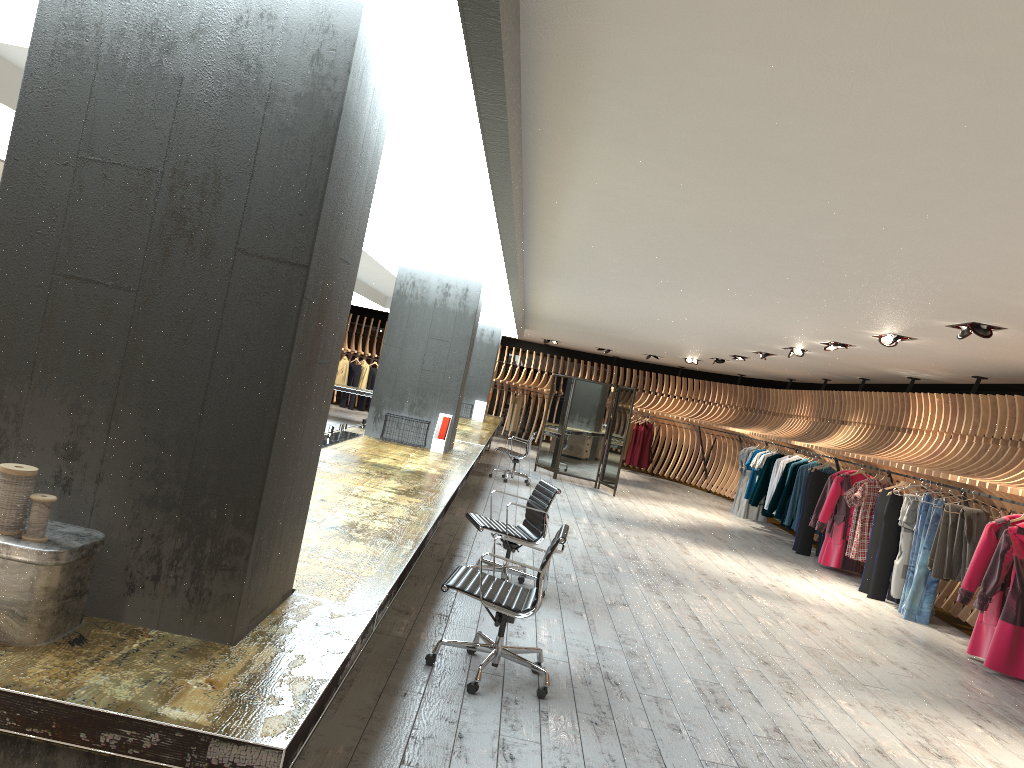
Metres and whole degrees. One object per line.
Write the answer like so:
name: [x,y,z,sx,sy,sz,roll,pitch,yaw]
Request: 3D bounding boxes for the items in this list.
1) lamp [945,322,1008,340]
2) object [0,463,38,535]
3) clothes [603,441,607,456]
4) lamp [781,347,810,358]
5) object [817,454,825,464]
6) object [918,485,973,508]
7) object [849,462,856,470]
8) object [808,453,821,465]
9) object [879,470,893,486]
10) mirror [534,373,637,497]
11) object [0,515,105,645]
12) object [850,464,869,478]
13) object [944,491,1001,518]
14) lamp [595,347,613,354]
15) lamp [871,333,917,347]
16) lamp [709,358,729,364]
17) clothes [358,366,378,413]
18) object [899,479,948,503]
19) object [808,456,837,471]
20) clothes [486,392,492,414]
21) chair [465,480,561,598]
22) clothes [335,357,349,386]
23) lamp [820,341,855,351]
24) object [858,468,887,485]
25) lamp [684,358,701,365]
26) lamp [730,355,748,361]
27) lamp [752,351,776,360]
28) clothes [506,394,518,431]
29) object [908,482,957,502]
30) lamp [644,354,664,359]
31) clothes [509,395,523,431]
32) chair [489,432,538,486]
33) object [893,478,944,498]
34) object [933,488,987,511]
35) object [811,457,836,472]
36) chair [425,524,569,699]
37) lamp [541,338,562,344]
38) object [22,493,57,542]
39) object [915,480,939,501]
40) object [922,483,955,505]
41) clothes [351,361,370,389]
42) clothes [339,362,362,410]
lamp: [3.781,-0.499,7.216,0.269,0.291,0.492,12,0,1]
object: [-1.250,0.307,2.298,0.088,0.204,0.262,12,0,-1]
clothes: [2.530,1.322,22.080,0.443,1.129,0.127,12,-1,-37]
lamp: [3.855,-0.496,11.999,0.269,0.301,0.492,12,0,1]
object: [4.562,1.171,13.089,0.525,0.270,0.012,12,-1,11]
object: [4.517,1.171,9.193,0.549,0.256,0.023,12,-1,27]
object: [4.538,1.171,11.823,0.525,0.270,0.012,12,-1,1]
object: [4.583,1.175,13.413,0.525,0.270,0.012,12,-1,1]
object: [4.513,1.177,10.716,0.524,0.286,0.015,12,-1,-14]
mirror: [1.315,0.872,16.079,2.115,1.892,0.442,11,-1,42]
object: [-1.340,0.471,2.259,0.498,0.239,0.303,12,0,2]
object: [4.555,1.175,11.577,0.525,0.270,0.012,12,-1,11]
object: [4.521,1.174,8.678,0.547,0.262,0.023,12,-1,3]
lamp: [2.218,-0.866,21.100,0.269,0.294,0.493,12,0,-44]
lamp: [3.806,-0.503,8.810,0.269,0.284,0.492,12,0,1]
lamp: [3.928,-0.504,16.783,0.269,0.291,0.493,12,0,-3]
clothes: [-3.799,0.196,23.689,0.540,1.353,0.087,11,-1,26]
object: [4.509,1.162,9.687,0.549,0.250,0.023,12,-1,3]
object: [4.563,1.174,12.791,0.526,0.270,0.012,12,-1,26]
clothes: [-0.739,0.469,23.815,0.200,0.881,0.840,12,0,-19]
chair: [-0.041,1.158,6.914,0.667,0.860,0.694,12,0,-23]
clothes: [-4.501,-0.279,23.419,0.249,0.890,0.706,12,-1,-38]
lamp: [3.830,-0.498,10.405,0.269,0.296,0.492,12,0,1]
object: [4.524,1.171,10.929,0.525,0.270,0.012,12,-1,1]
lamp: [3.747,-0.548,18.365,0.269,0.287,0.493,12,0,-19]
lamp: [3.905,-0.501,15.188,0.269,0.294,0.492,12,0,1]
lamp: [3.881,-0.504,13.594,0.269,0.286,0.492,12,0,1]
clothes: [0.007,0.750,23.637,0.096,0.989,0.464,11,-1,13]
object: [4.509,1.160,9.421,0.549,0.243,0.023,12,-1,8]
lamp: [3.162,-0.670,19.837,0.269,0.292,0.493,12,0,-31]
clothes: [0.122,0.774,23.608,0.096,0.989,0.464,11,-1,18]
chair: [0.030,1.146,14.336,0.667,0.860,0.693,12,0,-3]
object: [4.511,1.158,9.783,0.550,0.243,0.023,12,-1,38]
object: [4.497,1.159,8.870,0.549,0.243,0.023,12,-1,3]
object: [4.550,1.172,12.610,0.525,0.270,0.012,12,-1,6]
chair: [-0.066,1.160,4.837,0.667,0.860,0.693,12,0,-3]
lamp: [0.984,-1.121,22.069,0.493,0.292,0.269,11,0,33]
object: [-1.168,0.330,2.193,0.062,0.109,0.062,12,-1,-29]
object: [4.507,1.158,9.579,0.548,0.243,0.023,11,-1,-37]
object: [4.501,1.161,9.314,0.548,0.243,0.023,11,-1,-27]
clothes: [-4.022,-0.182,23.618,0.706,0.890,0.249,11,-1,42]
clothes: [-4.280,0.099,23.528,0.540,1.353,0.087,11,-1,35]
